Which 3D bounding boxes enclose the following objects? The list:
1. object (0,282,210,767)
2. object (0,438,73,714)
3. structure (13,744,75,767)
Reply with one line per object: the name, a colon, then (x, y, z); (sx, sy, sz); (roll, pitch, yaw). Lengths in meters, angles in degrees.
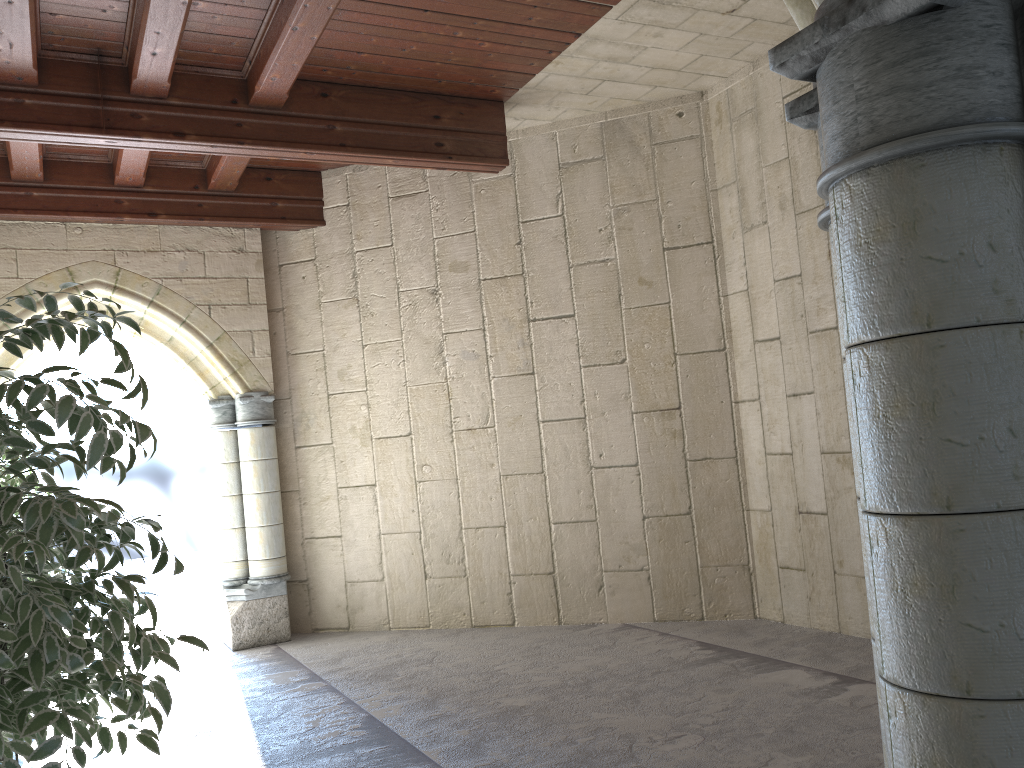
object: (-1.048, 0.611, 1.779); (0.787, 1.615, 0.752); (-5, -2, 4)
object: (-2.744, 0.987, 4.664); (0.786, 1.615, 0.753); (-4, -2, -31)
structure: (-2.758, 1.244, 2.644); (2.570, 0.808, 1.466); (-3, -4, -27)
